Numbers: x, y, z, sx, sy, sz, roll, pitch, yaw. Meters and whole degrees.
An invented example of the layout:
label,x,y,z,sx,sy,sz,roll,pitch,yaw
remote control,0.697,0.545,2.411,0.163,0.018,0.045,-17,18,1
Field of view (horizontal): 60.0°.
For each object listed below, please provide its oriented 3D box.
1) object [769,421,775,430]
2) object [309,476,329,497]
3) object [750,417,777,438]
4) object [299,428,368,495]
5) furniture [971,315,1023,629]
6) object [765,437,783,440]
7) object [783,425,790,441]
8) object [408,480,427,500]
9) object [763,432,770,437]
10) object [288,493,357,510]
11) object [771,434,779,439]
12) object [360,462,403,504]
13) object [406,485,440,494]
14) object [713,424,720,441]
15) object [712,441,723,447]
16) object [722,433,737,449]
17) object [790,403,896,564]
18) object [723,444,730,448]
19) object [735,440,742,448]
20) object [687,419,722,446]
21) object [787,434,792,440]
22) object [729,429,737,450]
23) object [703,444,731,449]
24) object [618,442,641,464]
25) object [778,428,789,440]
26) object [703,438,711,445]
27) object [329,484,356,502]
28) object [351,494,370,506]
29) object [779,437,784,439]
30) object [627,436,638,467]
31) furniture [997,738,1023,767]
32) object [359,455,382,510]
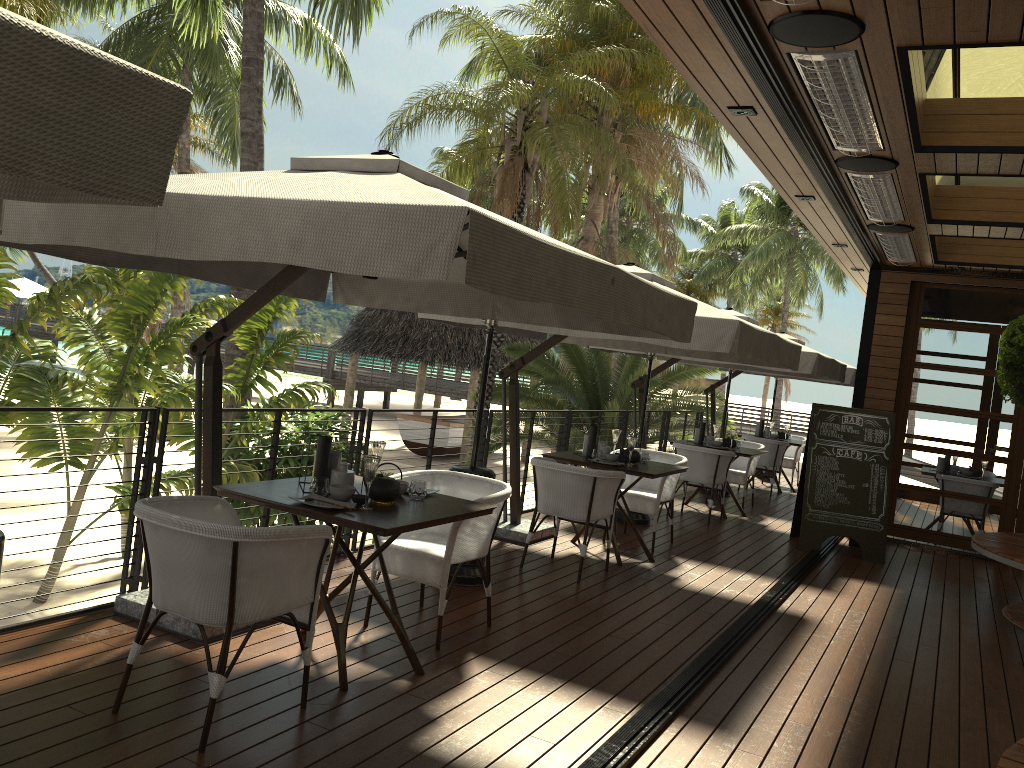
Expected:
label,x,y,z,sx,sy,sz,roll,pitch,yaw
object,3.913,0.684,13.389,0.082,0.227,0.082,8,1,28
object,-0.851,0.457,3.924,0.086,0.086,0.086,8,2,32
object,3.741,0.653,13.201,0.263,0.264,0.264,7,1,-18
object,-0.838,0.363,4.143,0.263,0.264,0.264,7,1,-18
furniture,4.847,0.560,6.264,2.568,2.722,2.721,7,1,-8
object,3.802,0.795,12.789,0.295,0.025,0.170,8,2,27
object,3.970,0.710,12.835,0.082,0.227,0.082,8,1,28
object,-0.444,0.501,4.184,0.086,0.086,0.086,8,2,32
object,3.728,0.748,12.981,0.086,0.086,0.086,8,2,32
object,-0.778,0.504,3.731,0.295,0.025,0.170,8,2,27
object,3.832,0.773,12.950,0.116,0.065,0.116,8,2,31
object,-0.578,0.443,4.006,0.163,0.179,0.168,8,1,29
object,-0.525,0.515,4.381,0.295,0.025,0.170,8,2,27
object,2.376,0.587,10.348,0.082,0.227,0.082,8,1,28
object,2.295,0.676,9.909,0.116,0.065,0.116,8,2,31
object,2.463,0.635,10.026,0.168,0.179,0.163,8,1,25
object,3.233,0.923,8.629,0.769,1.396,0.771,8,1,11
object,2.381,0.700,9.866,0.080,0.042,0.080,8,2,18
object,2.598,0.694,10.201,0.086,0.086,0.086,8,2,32
object,2.204,0.556,10.160,0.263,0.264,0.264,7,1,-18
object,4.135,0.791,13.242,0.086,0.086,0.086,8,2,32
object,2.433,0.612,9.794,0.082,0.227,0.082,8,1,28
object,2.264,0.697,9.748,0.295,0.025,0.170,8,2,27
object,0.941,0.539,7.010,0.163,0.179,0.168,8,1,29
object,4.000,0.733,13.067,0.168,0.179,0.163,8,1,25
object,2.190,0.650,9.940,0.086,0.086,0.086,8,2,32
object,-0.747,0.483,3.892,0.116,0.065,0.116,8,2,25
object,-0.661,0.507,3.849,0.080,0.042,0.080,7,2,-12
object,3.918,0.797,12.907,0.080,0.042,0.080,7,2,-4
object,0.909,0.516,6.781,0.082,0.227,0.082,8,1,16
furniture,2.449,0.403,1.675,2.618,2.722,2.693,8,1,17
object,-0.609,0.419,3.777,0.082,0.227,0.082,8,1,28
